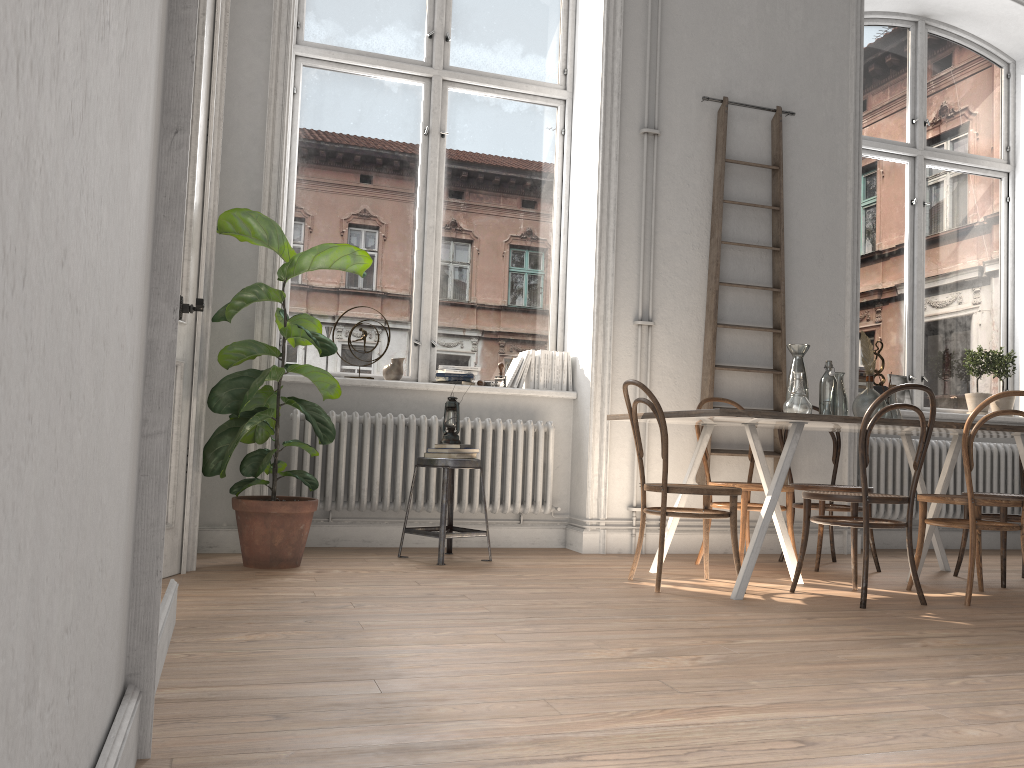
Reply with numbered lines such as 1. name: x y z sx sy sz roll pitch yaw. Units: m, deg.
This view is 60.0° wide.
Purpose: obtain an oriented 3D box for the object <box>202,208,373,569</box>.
1. object: 1.401 0.063 4.725 5.827 1.841 0.792 3 -4 -12

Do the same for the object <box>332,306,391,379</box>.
1. object: -0.866 -0.235 5.097 0.347 0.425 0.087 1 -4 15

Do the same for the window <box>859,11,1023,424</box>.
1. window: 8.241 -5.039 11.595 14.387 15.927 26.408 3 -4 -18

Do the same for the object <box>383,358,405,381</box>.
1. object: -0.687 -0.084 5.143 0.100 0.142 0.102 6 -5 -43

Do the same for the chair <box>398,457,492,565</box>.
1. chair: -0.337 0.648 4.622 0.364 0.522 0.360 6 -5 -44

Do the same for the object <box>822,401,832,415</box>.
1. object: 1.511 0.129 4.252 0.058 0.094 0.058 2 -4 11

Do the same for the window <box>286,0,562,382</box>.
1. window: -0.489 -1.453 5.477 1.622 2.841 0.013 3 -4 -18

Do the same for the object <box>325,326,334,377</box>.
1. object: -1.043 -0.179 5.016 0.095 0.288 0.095 2 -4 5

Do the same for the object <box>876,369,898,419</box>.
1. object: 1.887 0.064 4.466 0.107 0.283 0.107 4 -4 -23

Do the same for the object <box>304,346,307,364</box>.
1. object: -1.172 -0.183 5.035 0.095 0.288 0.095 1 -4 14

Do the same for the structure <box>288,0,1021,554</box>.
1. structure: 1.328 -1.195 5.618 5.182 4.471 0.340 3 -4 -17

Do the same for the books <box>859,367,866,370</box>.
1. books: 2.341 -0.106 6.142 0.201 0.024 0.159 4 -5 -28

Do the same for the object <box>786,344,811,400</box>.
1. object: 1.435 -0.005 4.453 0.116 0.382 0.116 3 -4 -6

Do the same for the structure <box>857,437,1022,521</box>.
1. structure: 2.991 0.666 6.137 1.577 0.552 0.194 4 -4 -18

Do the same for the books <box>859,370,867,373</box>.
1. books: 2.348 -0.084 6.134 0.205 0.020 0.155 4 -4 -18

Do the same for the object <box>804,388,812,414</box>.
1. object: 1.425 0.099 4.326 0.083 0.158 0.083 4 -4 -22

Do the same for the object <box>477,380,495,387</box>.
1. object: -0.167 -0.003 5.327 0.088 0.048 0.153 1 -4 22

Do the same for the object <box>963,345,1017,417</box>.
1. object: 3.501 -0.023 6.508 0.500 0.523 0.234 4 -4 -28

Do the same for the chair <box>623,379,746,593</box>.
1. chair: 0.767 0.453 4.029 0.549 0.920 0.438 3 -4 -9

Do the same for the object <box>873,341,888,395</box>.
1. object: 2.564 -0.063 6.207 0.122 0.488 0.102 2 -4 7

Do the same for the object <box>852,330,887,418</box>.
1. object: 1.753 -0.031 4.346 0.157 0.446 0.157 2 -4 0

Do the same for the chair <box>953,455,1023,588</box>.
1. chair: 2.628 0.566 4.596 0.549 0.920 0.438 3 -4 -5

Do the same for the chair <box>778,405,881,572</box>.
1. chair: 1.765 0.559 4.984 0.438 0.920 0.549 3 -4 -11

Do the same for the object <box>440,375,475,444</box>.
1. object: -0.297 0.129 4.729 0.163 0.383 0.154 6 -5 -44

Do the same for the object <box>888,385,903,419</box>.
1. object: 1.958 0.110 4.566 0.101 0.211 0.101 1 -4 22

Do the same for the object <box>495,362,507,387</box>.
1. object: -0.067 -0.053 5.303 0.088 0.153 0.048 -1 -5 42

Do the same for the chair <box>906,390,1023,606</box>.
1. chair: 2.091 0.502 3.982 0.438 0.920 0.549 3 -4 -7

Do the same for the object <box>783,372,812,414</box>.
1. object: 1.343 0.054 4.168 0.132 0.219 0.132 4 -4 -28

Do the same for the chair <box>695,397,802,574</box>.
1. chair: 1.243 0.521 4.736 0.438 0.920 0.549 4 -4 -20

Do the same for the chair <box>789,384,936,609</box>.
1. chair: 1.523 0.470 3.840 0.438 0.920 0.549 4 -4 -22

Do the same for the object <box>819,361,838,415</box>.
1. object: 1.561 0.035 4.373 0.086 0.301 0.086 4 -4 -32

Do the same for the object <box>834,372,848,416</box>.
1. object: 1.646 0.070 4.475 0.098 0.255 0.100 5 -5 -41
